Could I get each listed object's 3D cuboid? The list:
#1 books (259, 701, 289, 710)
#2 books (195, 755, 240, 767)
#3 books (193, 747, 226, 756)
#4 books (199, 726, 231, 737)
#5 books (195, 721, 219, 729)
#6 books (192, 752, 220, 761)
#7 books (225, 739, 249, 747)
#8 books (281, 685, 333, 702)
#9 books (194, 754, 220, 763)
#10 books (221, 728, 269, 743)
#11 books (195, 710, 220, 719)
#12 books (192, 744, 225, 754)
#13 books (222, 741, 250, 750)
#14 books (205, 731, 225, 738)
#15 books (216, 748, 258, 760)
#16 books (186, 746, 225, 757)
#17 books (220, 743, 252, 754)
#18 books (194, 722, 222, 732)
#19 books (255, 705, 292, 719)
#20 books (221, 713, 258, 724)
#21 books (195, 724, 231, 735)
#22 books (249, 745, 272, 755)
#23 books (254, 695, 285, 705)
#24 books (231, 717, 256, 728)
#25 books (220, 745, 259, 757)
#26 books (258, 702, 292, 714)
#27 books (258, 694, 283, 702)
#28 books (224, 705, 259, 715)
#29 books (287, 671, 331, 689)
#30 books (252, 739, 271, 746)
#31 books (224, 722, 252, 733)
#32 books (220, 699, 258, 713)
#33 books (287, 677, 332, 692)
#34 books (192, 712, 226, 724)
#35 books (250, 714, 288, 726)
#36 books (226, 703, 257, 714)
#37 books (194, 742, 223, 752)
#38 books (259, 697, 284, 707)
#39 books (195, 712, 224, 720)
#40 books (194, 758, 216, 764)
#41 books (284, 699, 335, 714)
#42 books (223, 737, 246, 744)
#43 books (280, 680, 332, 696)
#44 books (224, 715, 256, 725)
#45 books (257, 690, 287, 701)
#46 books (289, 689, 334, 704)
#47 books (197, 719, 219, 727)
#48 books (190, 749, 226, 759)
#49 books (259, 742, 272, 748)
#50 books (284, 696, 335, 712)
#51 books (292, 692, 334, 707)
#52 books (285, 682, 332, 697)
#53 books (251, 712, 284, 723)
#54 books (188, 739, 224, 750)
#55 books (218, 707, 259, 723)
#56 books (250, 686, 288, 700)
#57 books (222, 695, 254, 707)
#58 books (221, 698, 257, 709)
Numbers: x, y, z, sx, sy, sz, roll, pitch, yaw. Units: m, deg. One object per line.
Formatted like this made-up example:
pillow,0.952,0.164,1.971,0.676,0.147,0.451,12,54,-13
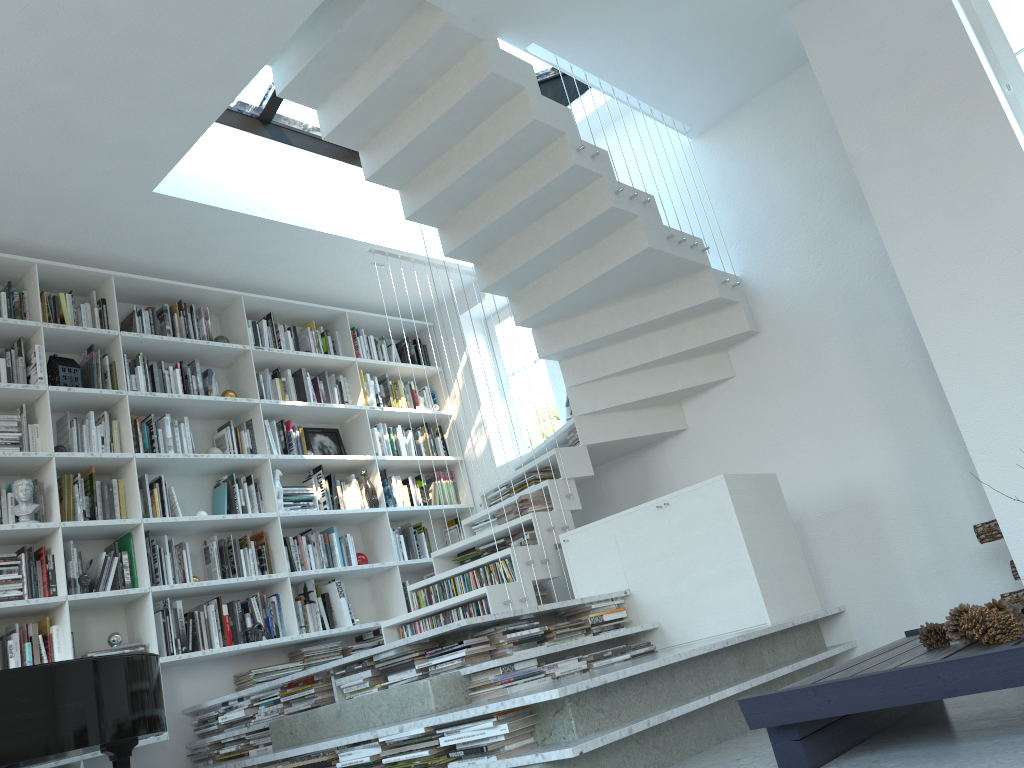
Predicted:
books,-1.141,1.589,4.427,0.216,0.013,0.150,-28,-22,37
books,-1.567,2.004,4.720,0.188,0.019,0.163,-28,-22,36
books,-1.581,1.953,4.735,0.152,0.005,0.243,3,-25,-44
books,-1.554,1.858,4.767,0.163,0.017,0.233,4,-25,-46
books,-1.563,1.819,4.781,0.288,0.009,0.156,-27,-22,35
books,-1.576,1.972,4.729,0.215,0.012,0.170,-28,-22,37
books,-1.358,1.829,4.555,0.201,0.018,0.137,-26,-21,34
books,-0.951,1.473,4.242,0.293,0.017,0.179,-29,-22,38
books,-1.566,1.985,4.733,0.293,0.014,0.147,-28,-22,37
books,-1.366,1.806,4.559,0.229,0.014,0.149,-27,-22,35
books,-1.577,1.771,4.794,0.246,0.011,0.159,-27,-21,34
books,-1.586,1.940,4.737,0.160,0.009,0.211,3,-25,-44
books,-1.359,1.841,4.546,0.229,0.009,0.159,-29,-22,38
books,-1.541,1.873,4.773,0.181,0.014,0.134,-27,-21,34
books,-1.362,1.876,4.521,0.187,0.009,0.261,4,-25,-45
books,-1.589,1.947,4.729,0.263,0.006,0.184,-29,-22,38
books,-1.365,1.852,4.533,0.183,0.016,0.180,-27,-21,34
books,-1.565,1.828,4.773,0.262,0.012,0.179,-28,-22,37
books,-1.142,1.621,4.405,0.164,0.023,0.242,3,-25,-44
books,-1.357,1.722,4.598,0.295,0.008,0.163,-27,-22,35
books,-1.564,1.841,4.766,0.175,0.017,0.266,4,-25,-45
books,-1.143,1.769,4.328,0.202,0.028,0.189,-26,-21,33
books,-1.153,1.566,4.426,0.235,0.008,0.167,-28,-22,36
books,-1.340,1.745,4.603,0.131,0.021,0.241,4,-25,-46
books,-1.353,1.867,4.538,0.268,0.014,0.160,-28,-22,36
books,-1.140,1.603,4.420,0.221,0.018,0.154,-28,-22,36
books,-1.152,1.558,4.433,0.180,0.010,0.160,-28,-22,37
books,-1.368,1.687,4.606,0.171,0.007,0.207,4,-25,-46
books,-0.957,1.422,4.266,0.139,0.028,0.262,3,-24,-43
books,-1.138,1.738,4.352,0.255,0.012,0.161,-29,-22,38
books,-1.349,1.761,4.584,0.233,0.016,0.173,-28,-22,36
books,-1.370,1.665,4.617,0.290,0.018,0.163,-28,-22,36
books,-0.945,1.442,4.269,0.297,0.013,0.128,-27,-22,35
books,-1.579,1.790,4.780,0.253,0.015,0.171,-26,-21,33
books,-1.138,1.648,4.394,0.297,0.012,0.183,-28,-22,36
books,-1.366,1.679,4.614,0.143,0.012,0.264,3,-24,-43
books,-1.587,1.929,4.742,0.152,0.015,0.208,3,-24,-43
books,-1.146,1.576,4.429,0.144,0.013,0.221,4,-25,-45
books,-1.574,1.780,4.791,0.235,0.008,0.167,-28,-22,36
books,-1.570,1.993,4.724,0.144,0.005,0.258,3,-24,-43
books,-0.942,1.531,4.218,0.182,0.011,0.254,3,-25,-44
books,-1.364,1.816,4.555,0.144,0.009,0.250,3,-25,-44
books,-0.960,1.450,4.246,0.261,0.009,0.187,-28,-22,36
books,-1.353,1.730,4.598,0.259,0.009,0.152,-27,-21,34
books,-1.154,1.548,4.436,0.149,0.013,0.220,4,-25,-45
books,-0.941,1.490,4.243,0.203,0.018,0.159,-27,-22,35
books,-1.559,1.812,4.789,0.298,0.008,0.145,-28,-22,36
books,-1.577,1.961,4.735,0.279,0.012,0.159,-28,-22,36
books,-1.131,1.751,4.353,0.138,0.014,0.215,3,-25,-44
books,-0.940,1.520,4.226,0.248,0.014,0.178,-27,-22,35
books,-0.929,1.507,4.247,0.238,0.017,0.138,-28,-22,36
books,-0.953,1.460,4.248,0.161,0.012,0.255,3,-25,-44
books,-1.144,1.636,4.394,0.235,0.012,0.190,-27,-22,35
books,-1.594,1.918,4.741,0.174,0.009,0.240,4,-25,-46
books,-1.371,1.704,4.593,0.238,0.029,0.189,-27,-21,34
books,-1.166,1.534,4.431,0.243,0.015,0.165,-26,-21,33
books,-1.383,1.641,4.618,0.194,0.020,0.171,-26,-21,33
books,-1.372,1.654,4.622,0.286,0.007,0.159,-28,-22,36
